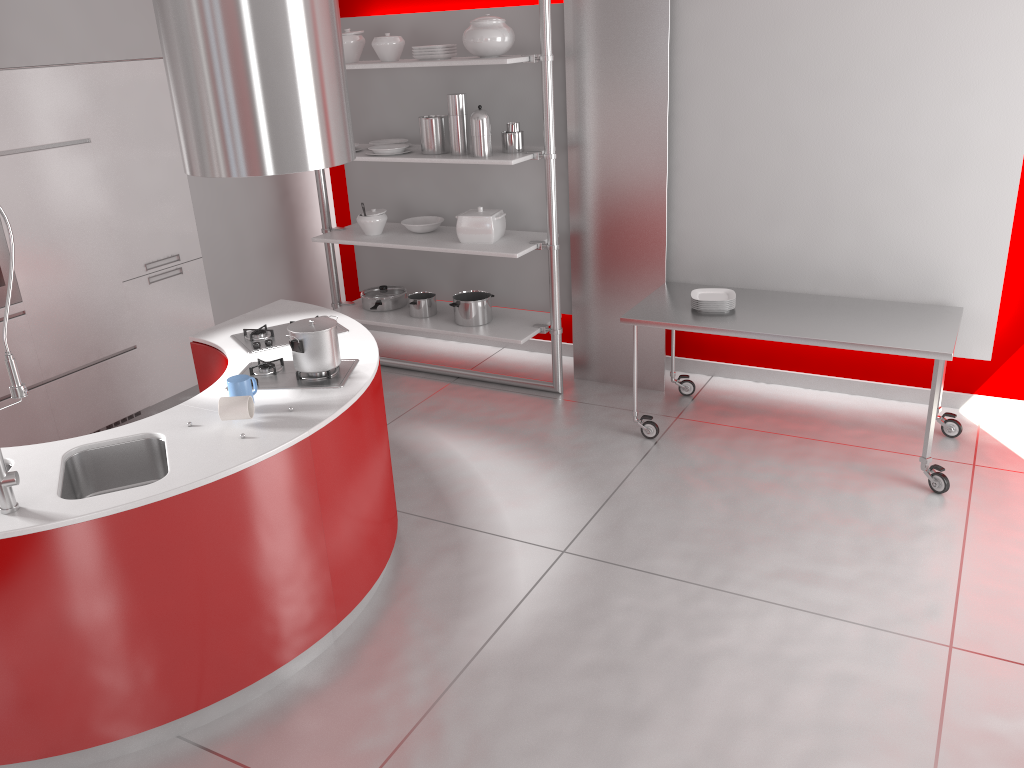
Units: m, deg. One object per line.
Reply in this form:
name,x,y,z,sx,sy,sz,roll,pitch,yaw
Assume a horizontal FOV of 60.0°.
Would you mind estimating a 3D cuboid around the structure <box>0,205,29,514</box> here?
structure,-1.479,-0.087,2.438,0.308,0.920,0.178,-10,23,-16

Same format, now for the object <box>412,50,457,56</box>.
object,-0.436,-1.867,5.018,0.200,0.030,0.200,9,25,27

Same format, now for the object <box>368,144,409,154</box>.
object,-0.729,-1.386,5.259,0.244,0.042,0.244,2,23,13

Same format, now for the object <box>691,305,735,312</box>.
object,1.047,-0.408,4.624,0.228,0.020,0.228,1,22,11

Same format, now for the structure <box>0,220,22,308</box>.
structure,-2.647,-0.589,4.176,0.050,0.589,0.599,9,25,27

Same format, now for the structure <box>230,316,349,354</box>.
structure,-0.988,-0.239,3.931,0.457,0.037,0.303,-16,25,-28

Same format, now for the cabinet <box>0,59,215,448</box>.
cabinet,-2.772,-0.549,4.639,0.614,2.026,2.398,9,25,27

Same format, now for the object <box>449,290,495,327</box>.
object,-0.243,-0.468,5.482,0.240,0.161,0.259,2,22,12

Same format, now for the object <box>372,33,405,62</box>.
object,-0.712,-1.943,5.120,0.192,0.153,0.192,16,29,39

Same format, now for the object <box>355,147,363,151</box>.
object,-1.056,-1.430,5.450,0.280,0.015,0.280,-12,24,-22

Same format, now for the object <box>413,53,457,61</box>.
object,-0.435,-1.852,5.024,0.200,0.030,0.200,9,25,27

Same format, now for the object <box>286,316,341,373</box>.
object,-0.756,-0.156,3.398,0.189,0.185,0.218,-6,22,-8

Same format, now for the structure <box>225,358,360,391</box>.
structure,-0.849,-0.053,3.450,0.457,0.037,0.303,-1,22,4

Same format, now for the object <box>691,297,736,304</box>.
object,1.045,-0.446,4.609,0.228,0.020,0.228,1,22,11

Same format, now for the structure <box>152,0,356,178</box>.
structure,-0.951,-1.287,3.246,0.644,0.958,0.644,-5,22,-4

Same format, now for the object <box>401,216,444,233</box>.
object,-0.561,-0.995,5.587,0.272,0.072,0.272,-6,22,-6

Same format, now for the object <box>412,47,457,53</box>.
object,-0.436,-1.881,5.012,0.200,0.030,0.200,9,25,27

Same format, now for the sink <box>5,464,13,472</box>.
sink,-1.716,0.423,2.721,0.326,0.172,0.428,-7,22,-9

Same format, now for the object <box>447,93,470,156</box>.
object,-0.300,-1.463,5.004,0.109,0.329,0.110,8,24,25

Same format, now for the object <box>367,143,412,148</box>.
object,-0.766,-1.480,5.533,0.280,0.015,0.280,-12,24,-22

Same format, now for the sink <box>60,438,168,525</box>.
sink,-1.250,0.349,2.841,0.326,0.172,0.428,-12,23,-20

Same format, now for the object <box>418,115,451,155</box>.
object,-0.454,-1.449,5.154,0.184,0.205,0.172,11,26,32

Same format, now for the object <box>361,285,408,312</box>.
object,-0.880,-0.571,5.866,0.308,0.130,0.407,13,27,34

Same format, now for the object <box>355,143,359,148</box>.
object,-1.057,-1.443,5.445,0.244,0.042,0.244,2,23,13

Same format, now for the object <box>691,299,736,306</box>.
object,1.046,-0.437,4.613,0.228,0.020,0.228,1,22,11

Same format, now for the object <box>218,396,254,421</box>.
object,-0.937,0.076,3.028,0.100,0.080,0.109,-3,22,0

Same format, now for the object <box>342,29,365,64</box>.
object,-0.983,-2.001,5.253,0.231,0.191,0.231,-11,23,-18

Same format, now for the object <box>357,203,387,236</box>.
object,-0.880,-1.047,5.569,0.192,0.214,0.192,3,23,15

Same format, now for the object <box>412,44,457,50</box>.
object,-0.437,-1.895,5.006,0.200,0.030,0.200,9,25,27

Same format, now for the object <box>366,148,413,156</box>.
object,-0.728,-1.374,5.264,0.280,0.015,0.280,-16,25,-29

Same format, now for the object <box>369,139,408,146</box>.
object,-0.767,-1.492,5.527,0.244,0.042,0.244,5,23,20

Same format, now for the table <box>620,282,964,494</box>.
table,1.448,-0.042,4.600,1.627,0.682,0.749,9,25,28

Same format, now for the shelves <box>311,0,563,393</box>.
shelves,-0.512,-1.265,5.338,1.735,2.599,0.535,9,25,27

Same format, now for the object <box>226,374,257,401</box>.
object,-0.958,0.021,3.144,0.080,0.100,0.109,-2,22,2

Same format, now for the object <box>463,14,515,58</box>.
object,-0.128,-1.907,4.861,0.287,0.222,0.287,-9,23,-15

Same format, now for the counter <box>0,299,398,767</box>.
counter,-1.793,0.532,3.356,2.865,0.880,1.868,-14,24,-25

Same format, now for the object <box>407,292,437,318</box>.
object,-0.572,-0.507,5.675,0.182,0.122,0.196,-8,22,-12

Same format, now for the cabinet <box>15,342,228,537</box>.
cabinet,-2.012,0.452,3.501,1.875,0.761,1.025,-9,23,-14

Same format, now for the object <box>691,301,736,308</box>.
object,1.046,-0.427,4.617,0.228,0.020,0.228,1,22,11

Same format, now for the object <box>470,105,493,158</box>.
object,-0.169,-1.397,4.895,0.115,0.274,0.115,6,24,21

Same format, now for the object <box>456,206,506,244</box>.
object,-0.183,-0.954,5.270,0.282,0.197,0.235,4,23,18

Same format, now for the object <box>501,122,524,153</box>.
object,0.004,-1.397,5.026,0.127,0.157,0.127,14,28,37

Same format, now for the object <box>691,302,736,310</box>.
object,1.047,-0.418,4.620,0.228,0.020,0.228,1,22,11

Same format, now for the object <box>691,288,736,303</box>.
object,1.045,-0.456,4.605,0.228,0.020,0.228,1,22,11
